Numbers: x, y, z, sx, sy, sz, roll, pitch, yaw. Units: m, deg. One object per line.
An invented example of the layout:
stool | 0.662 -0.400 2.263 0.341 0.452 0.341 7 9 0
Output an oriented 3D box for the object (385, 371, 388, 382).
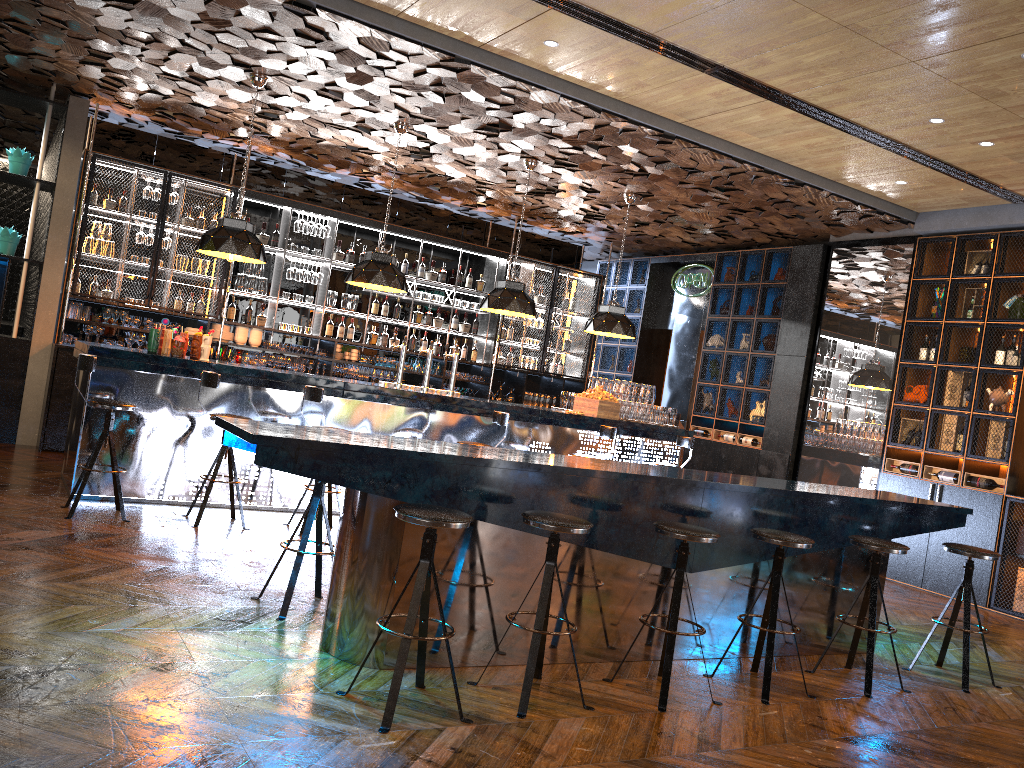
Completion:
object | -1.572 -0.052 11.207 0.091 0.229 0.091 9 0 -37

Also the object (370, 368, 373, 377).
object | -1.735 -0.078 11.111 0.091 0.229 0.091 9 0 -10

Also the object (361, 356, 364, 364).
object | -1.839 -0.302 11.038 0.058 0.099 0.067 9 0 -28

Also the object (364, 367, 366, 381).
object | -1.832 -0.094 11.045 0.049 0.231 0.049 9 0 -23

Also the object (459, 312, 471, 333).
object | -0.621 -0.811 11.755 0.123 0.279 0.123 9 0 -42

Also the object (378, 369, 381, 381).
object | -1.653 -0.065 11.160 0.091 0.229 0.091 9 0 1

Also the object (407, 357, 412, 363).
object | -1.312 -0.256 11.424 0.101 0.172 0.115 9 0 44

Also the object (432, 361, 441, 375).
object | -0.956 -0.201 11.353 0.101 0.172 0.115 9 0 -1

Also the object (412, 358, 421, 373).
object | -1.191 -0.238 11.214 0.115 0.172 0.101 9 0 -1

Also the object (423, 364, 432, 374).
object | -1.065 -0.218 11.278 0.101 0.172 0.115 9 0 44

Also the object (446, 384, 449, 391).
object | -0.830 0.091 11.550 0.089 0.174 0.089 9 0 20

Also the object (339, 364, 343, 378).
object | -2.099 -0.134 10.900 0.108 0.227 0.108 9 0 24

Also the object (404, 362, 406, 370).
object | -1.361 -0.226 11.267 0.098 0.097 0.098 9 0 -6

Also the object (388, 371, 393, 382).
object | -1.577 -0.053 11.340 0.091 0.229 0.091 9 0 -33

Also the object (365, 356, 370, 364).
object | -1.773 -0.292 10.886 0.058 0.099 0.067 9 0 15

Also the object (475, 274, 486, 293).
object | -0.418 -1.341 11.841 0.151 0.248 0.094 9 0 -2

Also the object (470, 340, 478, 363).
object | -0.501 -0.433 11.875 0.080 0.299 0.080 9 0 -28

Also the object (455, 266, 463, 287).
object | -0.692 -1.411 11.680 0.086 0.299 0.086 9 0 18

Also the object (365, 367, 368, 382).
object | -1.803 -0.090 10.986 0.049 0.231 0.049 9 0 -27

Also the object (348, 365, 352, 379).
object | -1.990 -0.121 10.908 0.058 0.234 0.058 9 0 -8

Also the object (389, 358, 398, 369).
object | -1.488 -0.261 11.100 0.108 0.126 0.108 9 0 4

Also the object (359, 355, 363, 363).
object | -1.875 -0.307 11.096 0.058 0.099 0.067 9 0 20

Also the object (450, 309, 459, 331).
object | -0.749 -0.841 11.702 0.086 0.298 0.086 9 0 18

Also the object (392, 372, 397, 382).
object | -1.466 -0.036 11.138 0.091 0.229 0.091 9 0 32

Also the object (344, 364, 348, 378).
object | -2.069 -0.133 11.043 0.058 0.234 0.058 9 0 -28

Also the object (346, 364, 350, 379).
object | -2.027 -0.126 10.970 0.058 0.234 0.058 9 0 34

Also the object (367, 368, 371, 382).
object | -1.772 -0.085 10.929 0.049 0.231 0.049 9 0 -35

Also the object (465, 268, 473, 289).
object | -0.566 -1.391 11.788 0.086 0.298 0.086 9 0 18

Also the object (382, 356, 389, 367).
object | -1.581 -0.275 11.041 0.100 0.125 0.100 9 0 8

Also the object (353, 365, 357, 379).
object | -1.944 -0.114 10.957 0.058 0.234 0.058 9 0 3

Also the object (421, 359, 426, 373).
object | -1.133 -0.229 11.386 0.101 0.172 0.115 9 0 -1

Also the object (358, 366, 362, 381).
object | -1.893 -0.104 11.005 0.049 0.231 0.049 9 0 6

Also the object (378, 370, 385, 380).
object | -1.627 -0.061 11.045 0.091 0.229 0.091 9 0 17

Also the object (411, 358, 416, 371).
object | -1.256 -0.248 11.315 0.115 0.172 0.101 9 0 -21

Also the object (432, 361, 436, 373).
object | -1.009 -0.209 11.457 0.101 0.172 0.115 9 0 44

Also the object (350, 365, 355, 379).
object | -1.949 -0.114 10.833 0.058 0.234 0.058 9 0 12

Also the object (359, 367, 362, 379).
object | -1.869 -0.100 10.948 0.049 0.231 0.049 9 0 -22

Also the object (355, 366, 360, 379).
object | -1.905 -0.108 10.870 0.058 0.234 0.058 9 0 -27

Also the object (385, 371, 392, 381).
object | -1.548 -0.049 11.090 0.091 0.229 0.091 9 0 -3

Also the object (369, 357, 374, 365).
object | -1.742 -0.287 10.951 0.067 0.099 0.058 9 0 5

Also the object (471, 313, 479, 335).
object | -0.483 -0.800 11.856 0.086 0.299 0.086 9 0 18

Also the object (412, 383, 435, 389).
object | -1.176 0.057 11.422 0.356 0.134 0.206 9 0 -23

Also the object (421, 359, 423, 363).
object | -1.196 -0.238 11.488 0.101 0.172 0.115 9 0 -26

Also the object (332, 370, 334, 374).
object | -2.195 -0.149 10.842 0.108 0.227 0.108 9 0 39

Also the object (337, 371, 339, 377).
object | -2.160 -0.144 11.005 0.108 0.227 0.108 9 0 5

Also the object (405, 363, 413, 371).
object | -1.304 -0.218 11.176 0.098 0.097 0.098 9 0 3

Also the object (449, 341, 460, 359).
object | -0.759 -0.449 11.722 0.151 0.248 0.094 9 0 -22

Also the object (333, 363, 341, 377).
object | -2.139 -0.141 10.737 0.108 0.227 0.108 9 0 -39

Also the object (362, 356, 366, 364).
object | -1.810 -0.297 10.944 0.058 0.099 0.067 9 0 29

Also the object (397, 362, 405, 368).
object | -1.395 -0.232 11.128 0.098 0.097 0.098 9 0 39

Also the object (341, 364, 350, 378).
object | -2.041 -0.126 10.797 0.108 0.227 0.108 9 0 30

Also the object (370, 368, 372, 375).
object | -1.822 -0.091 11.191 0.091 0.229 0.091 9 0 5

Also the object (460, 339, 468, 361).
object | -0.631 -0.454 11.813 0.086 0.298 0.086 9 0 18

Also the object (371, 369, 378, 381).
object | -1.712 -0.075 10.988 0.091 0.229 0.091 9 0 -44

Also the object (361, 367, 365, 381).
object | -1.836 -0.095 10.890 0.049 0.231 0.049 9 0 -19

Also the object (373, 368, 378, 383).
object | -1.744 -0.079 11.238 0.091 0.229 0.091 9 0 21

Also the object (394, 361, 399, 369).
object | -1.444 -0.239 11.216 0.098 0.097 0.098 9 0 7
